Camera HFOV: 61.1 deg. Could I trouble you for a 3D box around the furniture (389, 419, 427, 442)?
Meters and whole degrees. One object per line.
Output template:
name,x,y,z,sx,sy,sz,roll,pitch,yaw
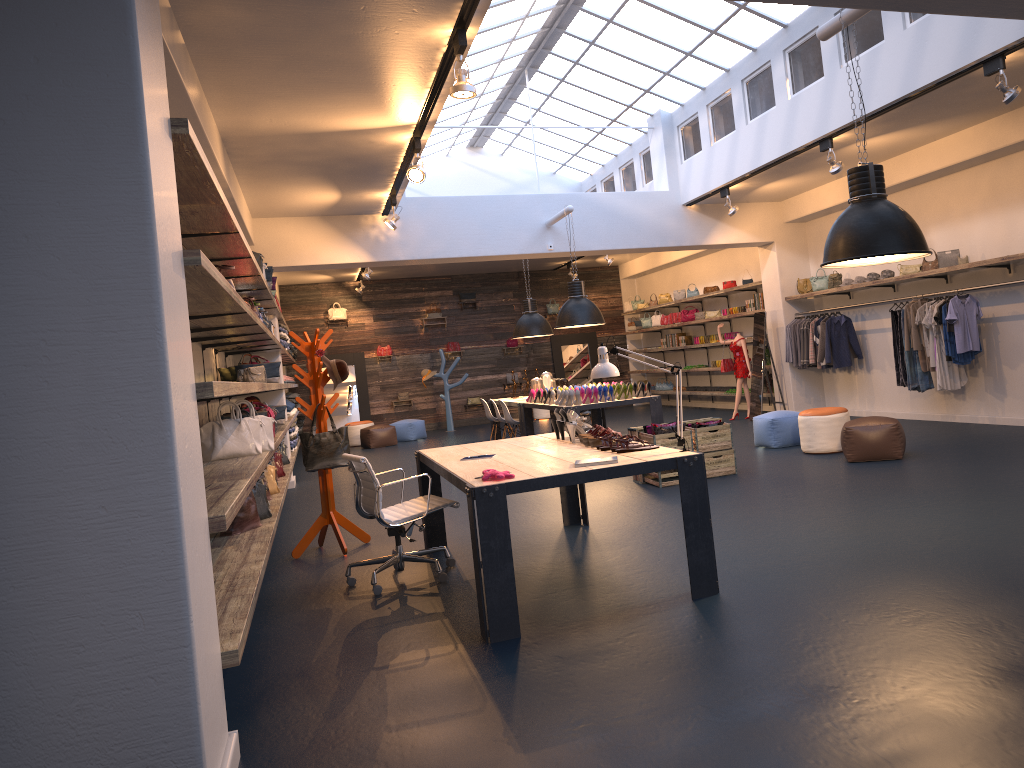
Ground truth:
furniture,-2.107,0.925,17.536,0.612,0.423,0.685,-5,0,23

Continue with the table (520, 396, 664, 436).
table,1.030,0.581,11.769,1.300,0.741,2.407,-6,1,-14

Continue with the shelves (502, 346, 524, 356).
shelves,0.027,-0.778,20.537,0.523,0.185,0.190,-6,0,-20

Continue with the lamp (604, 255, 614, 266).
lamp,1.946,-2.513,17.450,0.225,0.328,0.193,-6,-1,27

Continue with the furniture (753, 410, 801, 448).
furniture,3.316,0.538,10.687,0.686,0.423,0.611,-6,0,-18

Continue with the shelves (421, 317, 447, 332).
shelves,-1.768,-1.356,19.890,0.590,0.317,0.231,-6,0,-19

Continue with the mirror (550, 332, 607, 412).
mirror,1.609,-0.272,21.073,1.223,1.920,0.252,-5,-2,-20

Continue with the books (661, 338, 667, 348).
books,3.496,-0.923,19.582,0.189,0.210,0.302,-5,0,-14

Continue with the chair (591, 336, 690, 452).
chair,0.721,0.086,4.882,0.527,0.746,0.174,-6,-1,19

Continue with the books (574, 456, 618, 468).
books,0.448,0.412,4.603,0.229,0.017,0.177,-6,1,0

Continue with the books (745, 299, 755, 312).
books,4.303,-1.399,15.428,0.189,0.210,0.302,-5,0,-14

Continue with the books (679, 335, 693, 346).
books,3.741,-0.927,18.699,0.191,0.213,0.312,-5,0,-15

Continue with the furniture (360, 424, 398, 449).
furniture,-2.560,0.989,16.636,0.702,0.423,0.595,-6,0,-33

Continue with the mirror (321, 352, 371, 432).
mirror,-3.751,0.301,19.054,1.223,1.920,0.252,-5,-2,-20

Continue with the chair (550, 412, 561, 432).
chair,0.937,0.491,14.951,0.572,0.802,0.442,-5,-1,-16

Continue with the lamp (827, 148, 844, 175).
lamp,3.664,-2.518,9.841,0.168,0.328,0.257,-6,-1,30

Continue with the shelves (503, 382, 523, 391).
shelves,0.031,0.063,20.462,0.477,0.184,0.231,-6,0,-19

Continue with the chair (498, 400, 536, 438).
chair,0.098,0.610,13.306,0.575,0.802,0.439,-5,-1,-18

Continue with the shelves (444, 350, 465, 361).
shelves,-1.326,-0.647,20.006,0.477,0.211,0.231,-6,0,-19

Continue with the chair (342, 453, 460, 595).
chair,-0.707,0.838,5.623,0.727,0.838,0.636,-5,-1,-37

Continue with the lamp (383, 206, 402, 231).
lamp,-1.480,-2.029,10.703,0.165,0.328,0.261,-6,-1,43

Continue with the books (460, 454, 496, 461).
books,-0.211,0.458,5.460,0.203,0.018,0.139,-6,1,3

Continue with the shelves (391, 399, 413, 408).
shelves,-2.461,0.437,19.517,0.477,0.143,0.231,-6,1,-19

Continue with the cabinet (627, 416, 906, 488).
cabinet,2.602,0.588,8.769,2.854,0.549,0.729,-6,0,-6

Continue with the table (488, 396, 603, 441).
table,0.495,0.582,14.137,1.300,0.741,2.407,-6,1,-14

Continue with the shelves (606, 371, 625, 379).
shelves,2.549,-0.212,21.414,0.477,0.157,0.231,-6,0,-19

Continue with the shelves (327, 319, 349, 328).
shelves,-3.833,-1.334,19.128,0.477,0.157,0.231,-6,0,-19

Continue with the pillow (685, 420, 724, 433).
pillow,1.949,0.525,8.846,0.325,0.319,0.434,-5,0,-16

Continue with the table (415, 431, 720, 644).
table,0.186,0.799,5.518,1.300,0.741,2.407,-6,1,-14

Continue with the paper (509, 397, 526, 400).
paper,0.081,0.239,14.396,0.342,0.014,0.703,-6,1,-5

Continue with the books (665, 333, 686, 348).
books,3.622,-0.966,19.153,0.252,0.288,0.605,-5,1,-16

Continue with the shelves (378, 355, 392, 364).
shelves,-2.837,-0.549,19.442,0.321,0.157,0.232,-6,0,-18

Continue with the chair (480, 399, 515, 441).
chair,-0.223,0.614,14.539,0.575,0.802,0.439,-5,-1,-18

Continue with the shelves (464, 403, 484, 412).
shelves,-0.852,0.541,20.102,0.477,0.157,0.231,-6,0,-19

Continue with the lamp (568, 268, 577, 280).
lamp,1.388,-2.512,19.923,0.225,0.328,0.193,-6,-1,27

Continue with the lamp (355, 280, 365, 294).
lamp,-3.191,-2.024,18.267,0.225,0.328,0.193,-6,-1,27

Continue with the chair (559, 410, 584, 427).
chair,1.014,0.497,14.311,0.575,0.802,0.439,-5,-1,-18

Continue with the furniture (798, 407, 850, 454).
furniture,3.506,0.512,9.719,0.608,0.481,0.553,-6,0,-14

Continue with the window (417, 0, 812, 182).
window,1.229,-4.395,8.732,4.549,0.839,17.794,-6,1,-13

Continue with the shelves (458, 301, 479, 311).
shelves,-1.008,-1.816,20.202,0.477,0.179,0.231,-6,0,-19

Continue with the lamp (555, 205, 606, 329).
lamp,0.835,-1.596,11.699,0.750,1.649,0.649,-5,-1,-25

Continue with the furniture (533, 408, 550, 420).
furniture,0.770,0.558,20.040,0.608,0.481,0.553,-6,0,-14

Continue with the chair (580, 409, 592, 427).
chair,1.219,0.490,13.706,0.581,0.802,0.434,-5,-1,-24

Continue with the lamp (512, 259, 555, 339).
lamp,0.264,-1.595,14.221,0.665,1.649,0.734,-6,-1,20

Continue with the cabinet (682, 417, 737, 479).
cabinet,1.972,0.649,8.843,0.496,0.549,0.527,-5,0,-16

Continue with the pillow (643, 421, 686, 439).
pillow,1.500,0.540,8.579,0.376,0.349,0.413,-6,0,-16

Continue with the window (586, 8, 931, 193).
window,0.595,-3.453,12.009,4.715,0.653,10.730,-6,1,-14

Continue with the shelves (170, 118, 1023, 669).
shelves,0.831,-0.246,12.304,9.095,2.231,15.963,-6,1,-15

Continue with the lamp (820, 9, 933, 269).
lamp,2.224,-1.600,5.538,0.639,1.649,0.759,-6,-2,42

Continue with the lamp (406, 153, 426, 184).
lamp,-0.880,-2.041,8.209,0.166,0.315,0.271,-6,-1,38

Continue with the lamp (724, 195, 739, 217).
lamp,3.100,-2.516,12.322,0.234,0.328,0.185,-6,-1,11

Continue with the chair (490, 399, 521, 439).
chair,-0.041,0.610,13.926,0.563,0.802,0.450,-5,-1,-10

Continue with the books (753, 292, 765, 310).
books,4.429,-1.442,14.999,0.252,0.288,0.605,-5,1,-16

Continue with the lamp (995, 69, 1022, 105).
lamp,4.215,-2.519,7.404,0.225,0.328,0.193,-6,-1,27

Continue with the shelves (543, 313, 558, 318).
shelves,1.015,-1.602,20.935,0.477,0.177,0.231,-6,0,-19

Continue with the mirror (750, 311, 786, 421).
mirror,4.105,-0.297,14.203,0.551,1.767,0.477,-5,-1,-17

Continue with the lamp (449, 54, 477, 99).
lamp,-0.333,-2.011,5.783,0.192,0.376,0.165,-5,-1,-28

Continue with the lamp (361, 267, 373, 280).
lamp,-2.637,-2.026,15.811,0.225,0.328,0.193,-6,-1,27

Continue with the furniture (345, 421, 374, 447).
furniture,-3.047,0.991,17.396,0.608,0.481,0.553,-6,0,-14
